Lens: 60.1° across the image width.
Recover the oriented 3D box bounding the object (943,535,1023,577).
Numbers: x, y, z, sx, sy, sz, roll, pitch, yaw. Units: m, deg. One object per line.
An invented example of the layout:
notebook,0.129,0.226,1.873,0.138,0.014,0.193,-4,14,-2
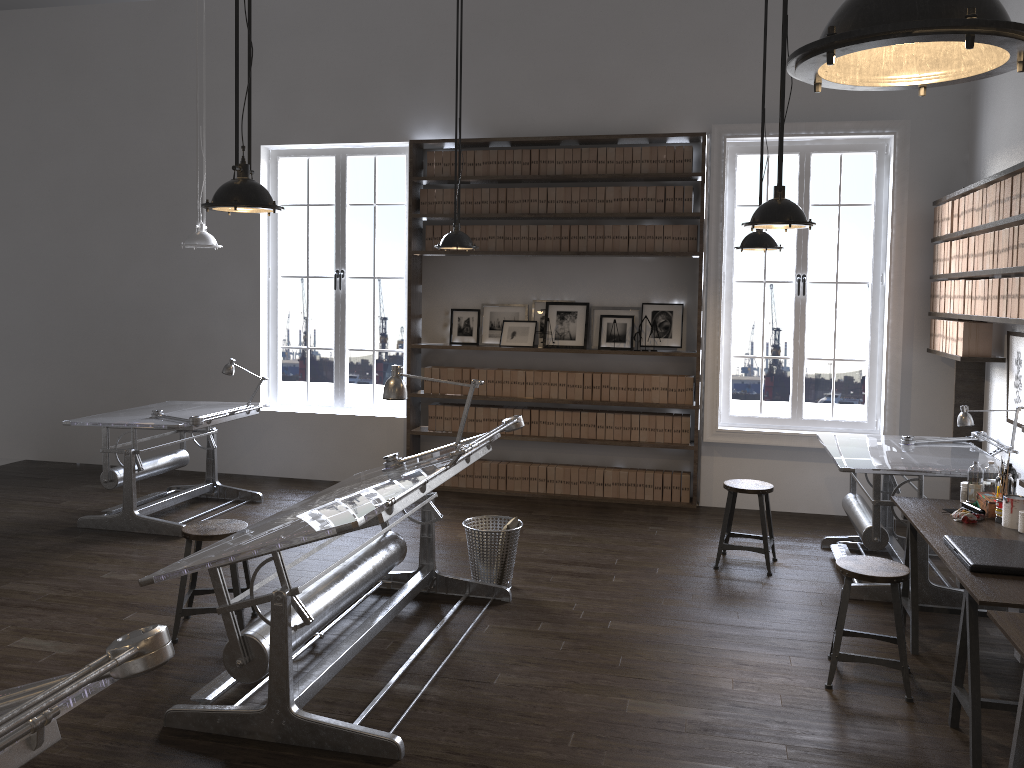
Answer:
object,1.969,0.696,3.592,0.312,0.033,0.447,2,6,13

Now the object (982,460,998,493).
object,2.421,0.507,4.482,0.068,0.237,0.069,1,3,10

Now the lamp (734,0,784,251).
lamp,1.626,-1.996,5.709,0.313,2.246,0.311,1,3,-7

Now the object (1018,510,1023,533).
object,2.326,0.625,4.007,0.062,0.094,0.062,-2,5,-37

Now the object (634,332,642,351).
object,1.023,-0.345,7.216,0.066,0.165,0.040,2,3,13

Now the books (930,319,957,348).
books,3.213,-0.370,6.593,0.174,0.225,0.067,2,3,13

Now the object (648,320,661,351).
object,1.164,-0.394,7.245,0.110,0.261,0.040,2,3,13

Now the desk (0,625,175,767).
desk,-1.377,0.898,0.994,1.077,1.382,2.076,2,5,13

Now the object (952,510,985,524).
object,2.174,0.624,4.243,0.132,0.050,0.197,6,8,42

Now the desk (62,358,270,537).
desk,-2.427,0.398,6.650,1.171,1.185,1.273,2,5,13

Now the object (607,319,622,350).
object,0.843,-0.402,7.283,0.124,0.259,0.040,2,3,13

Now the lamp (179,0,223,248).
lamp,-2.335,-2.154,6.641,0.313,2.246,0.311,1,3,-7

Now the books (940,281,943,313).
books,3.154,-0.619,6.311,0.174,0.225,0.067,2,3,13

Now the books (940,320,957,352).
books,3.126,-0.336,6.254,0.174,0.225,0.067,2,3,13

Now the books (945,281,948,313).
books,3.120,-0.605,6.166,0.174,0.225,0.067,2,3,13

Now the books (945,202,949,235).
books,3.138,-1.160,6.203,0.174,0.225,0.067,2,3,13

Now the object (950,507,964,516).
object,2.190,0.625,4.352,0.011,0.017,0.172,5,7,45

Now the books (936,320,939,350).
books,3.161,-0.349,6.385,0.174,0.225,0.067,2,3,13

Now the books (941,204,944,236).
books,3.176,-1.174,6.338,0.174,0.225,0.067,2,3,13

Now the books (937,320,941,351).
books,3.143,-0.343,6.324,0.174,0.225,0.067,2,3,13

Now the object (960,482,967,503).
object,2.354,0.562,4.573,0.068,0.104,0.068,2,4,18

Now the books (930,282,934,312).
books,3.212,-0.647,6.585,0.174,0.225,0.067,2,3,13

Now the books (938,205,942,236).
books,3.189,-1.180,6.407,0.174,0.225,0.067,2,3,13

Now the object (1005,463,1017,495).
object,2.503,0.514,4.463,0.068,0.229,0.069,1,3,10

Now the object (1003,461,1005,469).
object,2.386,0.466,4.317,0.022,0.179,0.005,3,4,36

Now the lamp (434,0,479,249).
lamp,-0.372,-2.076,6.183,0.313,2.246,0.311,1,3,-7

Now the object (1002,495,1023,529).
object,2.339,0.595,4.116,0.104,0.141,0.105,1,4,6

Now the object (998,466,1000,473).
object,2.380,0.476,4.308,0.037,0.153,0.005,1,3,9

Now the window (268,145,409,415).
window,-1.547,-0.917,8.021,1.483,2.491,0.153,2,3,13

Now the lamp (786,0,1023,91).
lamp,0.541,-1.539,1.107,0.313,2.246,0.311,3,4,38

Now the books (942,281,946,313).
books,3.132,-0.613,6.240,0.174,0.225,0.067,2,3,13

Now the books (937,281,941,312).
books,3.166,-0.627,6.382,0.174,0.225,0.067,2,3,13

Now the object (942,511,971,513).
object,2.183,0.628,4.349,0.156,0.006,0.006,0,4,-7

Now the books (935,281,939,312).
books,3.186,-0.633,6.449,0.174,0.225,0.067,2,3,13

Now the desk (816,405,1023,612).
desk,2.488,0.646,5.435,1.071,1.095,1.273,2,5,13

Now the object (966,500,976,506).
object,2.312,0.607,4.460,0.049,0.037,0.049,2,5,10

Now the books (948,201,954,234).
books,3.124,-1.153,6.132,0.174,0.225,0.067,2,3,13

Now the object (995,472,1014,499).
object,2.501,0.497,4.225,0.345,0.146,0.077,5,5,36

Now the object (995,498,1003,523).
object,2.316,0.601,4.190,0.049,0.111,0.050,1,3,10

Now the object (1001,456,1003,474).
object,2.377,0.452,4.298,0.055,0.213,0.007,-2,4,-42

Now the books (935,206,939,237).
books,3.202,-1.188,6.478,0.174,0.225,0.067,2,3,13

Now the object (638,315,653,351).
object,1.091,-0.415,7.233,0.118,0.303,0.040,2,3,13

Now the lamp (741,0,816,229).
lamp,1.182,-1.808,3.815,0.313,2.246,0.311,1,3,-7

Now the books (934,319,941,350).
books,3.179,-0.355,6.448,0.174,0.225,0.067,2,3,13

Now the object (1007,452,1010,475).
object,2.401,0.444,4.296,0.021,0.227,0.007,2,3,25

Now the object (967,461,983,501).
object,2.351,0.508,4.499,0.068,0.229,0.069,1,3,10

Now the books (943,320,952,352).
books,3.113,-0.329,6.183,0.174,0.225,0.067,2,3,13

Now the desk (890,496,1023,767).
desk,2.139,1.023,3.850,0.656,0.667,1.674,2,6,13

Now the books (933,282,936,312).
books,3.203,-0.640,6.518,0.174,0.225,0.067,2,3,13

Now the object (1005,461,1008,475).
object,2.390,0.459,4.291,0.006,0.192,0.055,2,3,12

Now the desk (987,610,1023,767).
desk,1.733,1.193,2.135,0.656,0.667,1.674,2,6,13

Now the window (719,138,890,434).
window,2.283,-0.759,6.996,1.245,2.303,0.153,2,3,13

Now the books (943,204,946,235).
books,3.158,-1.167,6.270,0.174,0.225,0.067,2,3,13

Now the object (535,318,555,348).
object,0.277,-0.425,7.403,0.174,0.259,0.040,2,3,13

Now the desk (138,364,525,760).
desk,-0.606,0.575,4.253,1.077,1.382,2.287,2,5,13

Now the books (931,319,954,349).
books,3.191,-0.363,6.521,0.174,0.225,0.067,2,3,13

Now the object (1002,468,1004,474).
object,2.392,0.482,4.293,0.044,0.152,0.005,0,3,-17

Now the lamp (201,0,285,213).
lamp,-1.031,-1.800,3.399,0.313,2.246,0.311,3,4,34
